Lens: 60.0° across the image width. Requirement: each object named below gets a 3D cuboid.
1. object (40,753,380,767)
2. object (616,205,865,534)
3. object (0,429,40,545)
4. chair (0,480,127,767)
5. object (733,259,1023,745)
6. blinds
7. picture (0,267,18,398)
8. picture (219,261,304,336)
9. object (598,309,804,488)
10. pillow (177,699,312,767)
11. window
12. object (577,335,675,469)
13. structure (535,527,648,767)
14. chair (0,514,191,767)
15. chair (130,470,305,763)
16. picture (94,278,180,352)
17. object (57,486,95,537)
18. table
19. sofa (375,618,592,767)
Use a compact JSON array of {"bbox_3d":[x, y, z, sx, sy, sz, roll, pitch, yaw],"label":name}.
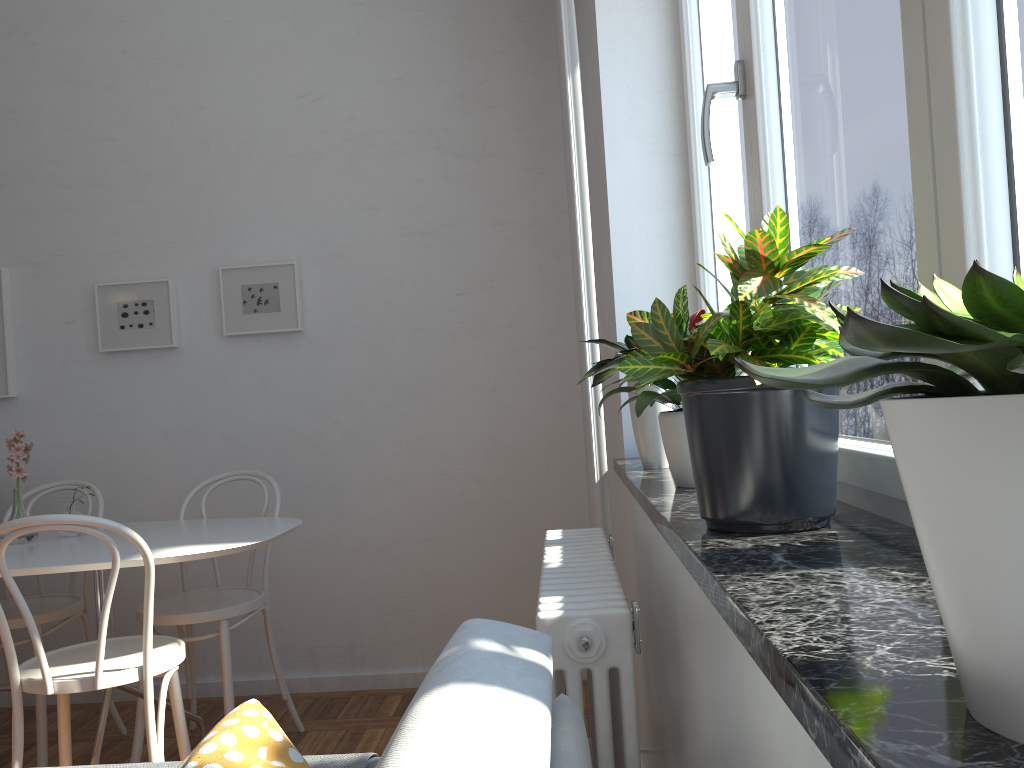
[{"bbox_3d":[-0.460,0.808,1.237,0.608,0.533,0.288,-4,0,3],"label":"object"},{"bbox_3d":[0.290,-0.017,1.109,0.299,0.384,0.333,-4,-1,18],"label":"object"},{"bbox_3d":[-1.519,0.312,2.720,0.108,0.349,0.111,-4,0,-28],"label":"object"},{"bbox_3d":[-1.649,0.813,3.066,0.448,0.917,0.520,-4,0,3],"label":"chair"},{"bbox_3d":[0.278,0.045,0.435,0.283,0.237,0.267,-4,-1,-15],"label":"object"},{"bbox_3d":[0.224,-0.304,2.796,0.055,2.886,1.037,-4,0,3],"label":"blinds"},{"bbox_3d":[-2.246,-0.194,3.601,0.431,0.524,0.050,-4,0,3],"label":"picture"},{"bbox_3d":[-0.998,-0.338,3.532,0.311,0.273,0.047,-4,0,3],"label":"picture"},{"bbox_3d":[0.347,0.026,1.590,0.371,0.308,0.380,-3,-1,-22],"label":"object"},{"bbox_3d":[-0.315,0.543,0.941,0.312,0.318,0.465,-3,-1,-29],"label":"pillow"},{"bbox_3d":[0.380,-0.592,0.869,0.151,1.510,3.020,-4,-1,3],"label":"window"},{"bbox_3d":[0.315,0.033,1.991,0.354,0.315,0.292,-4,-1,-6],"label":"object"},{"bbox_3d":[0.189,0.662,1.781,0.224,0.623,0.972,-4,-1,3],"label":"structure"},{"bbox_3d":[-0.759,0.497,0.683,0.447,1.342,3.696,-4,-1,-12],"label":"chair"},{"bbox_3d":[-0.996,0.769,2.989,0.448,0.917,0.520,-4,0,8],"label":"chair"},{"bbox_3d":[-1.505,-0.274,3.561,0.311,0.273,0.047,-4,0,3],"label":"picture"},{"bbox_3d":[-1.383,0.403,2.804,0.087,0.151,0.112,-4,0,26],"label":"object"},{"bbox_3d":[-1.771,0.887,2.653,2.289,0.770,0.931,-4,-1,3],"label":"table"},{"bbox_3d":[-0.435,0.718,0.091,1.004,0.843,2.462,-4,-1,3],"label":"sofa"}]
